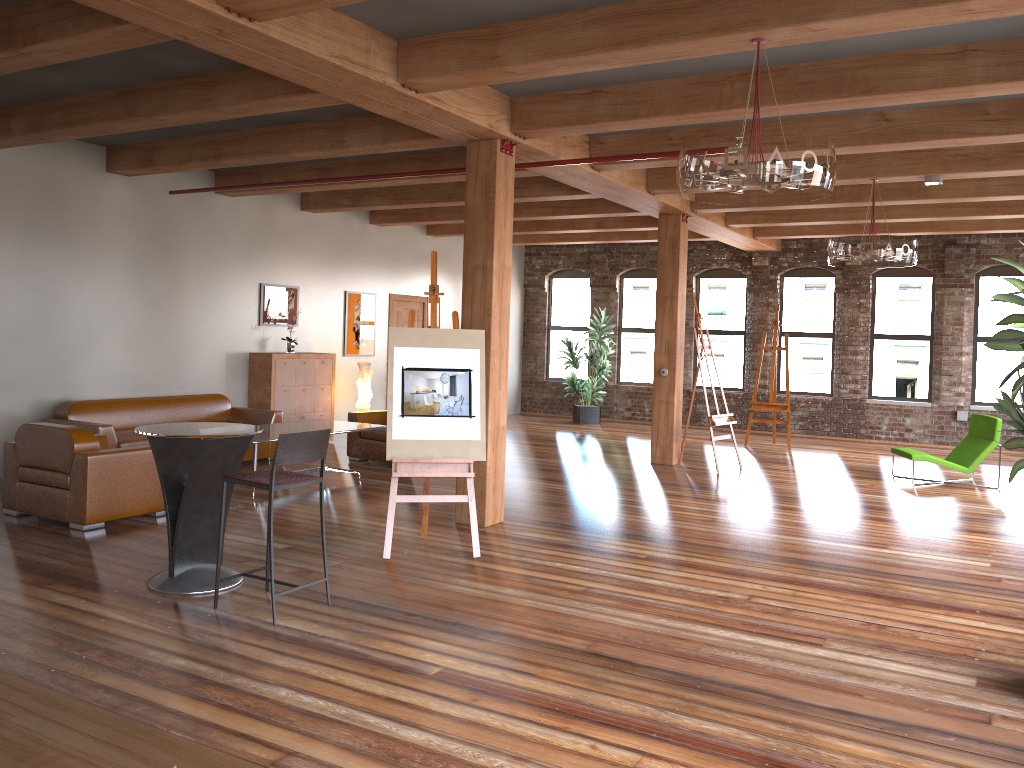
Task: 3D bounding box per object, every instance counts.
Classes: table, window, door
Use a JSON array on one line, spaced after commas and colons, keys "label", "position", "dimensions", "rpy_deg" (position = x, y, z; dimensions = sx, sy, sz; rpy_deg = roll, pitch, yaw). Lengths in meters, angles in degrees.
[{"label": "table", "position": [-1.205, 1.116, 1.827], "dimensions": [1.752, 0.549, 0.900], "rpy_deg": [3, 3, 30]}, {"label": "window", "position": [3.664, -0.935, 15.583], "dimensions": [0.969, 2.226, 0.221], "rpy_deg": [2, 1, 30]}, {"label": "table", "position": [-1.872, 0.726, 5.284], "dimensions": [0.721, 0.924, 0.722], "rpy_deg": [1, 2, -36]}, {"label": "window", "position": [4.937, -0.855, 14.858], "dimensions": [0.969, 2.226, 0.221], "rpy_deg": [2, 1, 30]}, {"label": "window", "position": [1.126, -1.128, 17.108], "dimensions": [0.969, 2.168, 0.086], "rpy_deg": [2, 1, 30]}, {"label": "door", "position": [-1.733, -0.360, 14.178], "dimensions": [0.226, 2.119, 1.030], "rpy_deg": [2, 1, 30]}, {"label": "window", "position": [6.216, -0.779, 14.130], "dimensions": [0.969, 2.217, 0.218], "rpy_deg": [2, 1, 30]}, {"label": "window", "position": [7.506, -0.698, 13.395], "dimensions": [0.969, 2.217, 0.218], "rpy_deg": [2, 1, 30]}, {"label": "window", "position": [2.422, -1.046, 16.369], "dimensions": [0.969, 2.168, 0.086], "rpy_deg": [2, 1, 30]}, {"label": "table", "position": [-2.147, 0.713, 8.559], "dimensions": [0.940, 0.560, 1.871], "rpy_deg": [3, 3, 30]}]

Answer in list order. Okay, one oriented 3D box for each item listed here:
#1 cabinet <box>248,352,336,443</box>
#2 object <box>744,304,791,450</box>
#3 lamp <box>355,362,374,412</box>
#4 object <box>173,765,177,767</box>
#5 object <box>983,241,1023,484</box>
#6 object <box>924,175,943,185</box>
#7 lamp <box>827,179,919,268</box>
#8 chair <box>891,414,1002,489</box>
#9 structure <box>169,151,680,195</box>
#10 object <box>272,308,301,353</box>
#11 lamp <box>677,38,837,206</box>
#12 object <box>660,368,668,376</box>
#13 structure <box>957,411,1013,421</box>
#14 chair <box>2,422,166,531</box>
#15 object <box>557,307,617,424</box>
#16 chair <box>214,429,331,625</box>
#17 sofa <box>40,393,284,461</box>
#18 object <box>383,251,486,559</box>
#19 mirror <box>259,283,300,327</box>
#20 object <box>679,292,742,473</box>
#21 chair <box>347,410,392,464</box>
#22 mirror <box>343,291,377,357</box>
[{"label": "cabinet", "position": [-2.873, 0.198, 11.634], "dimensions": [0.419, 1.208, 1.186], "rpy_deg": [2, 2, 30]}, {"label": "object", "position": [3.897, -0.138, 13.217], "dimensions": [0.662, 2.140, 0.685], "rpy_deg": [2, 1, 25]}, {"label": "lamp", "position": [-2.038, 0.241, 12.274], "dimensions": [0.270, 1.113, 0.261], "rpy_deg": [2, 1, -16]}, {"label": "object", "position": [-0.627, 0.760, 1.527], "dimensions": [0.076, 0.232, 0.095], "rpy_deg": [1, 1, -27]}, {"label": "object", "position": [2.647, 0.353, 3.882], "dimensions": [0.967, 2.102, 1.080], "rpy_deg": [3, 1, 43]}, {"label": "object", "position": [3.912, -1.894, 8.216], "dimensions": [0.145, 0.072, 0.147], "rpy_deg": [3, 3, 30]}, {"label": "lamp", "position": [3.439, -1.543, 8.439], "dimensions": [0.809, 0.814, 0.810], "rpy_deg": [1, 2, -24]}, {"label": "chair", "position": [4.951, 0.736, 10.148], "dimensions": [0.956, 0.796, 0.681], "rpy_deg": [2, 2, 5]}, {"label": "structure", "position": [-1.172, -2.044, 8.558], "dimensions": [6.814, 0.112, 0.051], "rpy_deg": [4, 2, 30]}, {"label": "object", "position": [-2.903, -0.698, 11.535], "dimensions": [0.371, 0.589, 0.298], "rpy_deg": [2, 1, 24]}, {"label": "lamp", "position": [1.287, -1.405, 4.661], "dimensions": [0.809, 0.814, 0.810], "rpy_deg": [1, 2, -18]}, {"label": "object", "position": [1.862, -0.144, 10.873], "dimensions": [0.096, 0.095, 0.061], "rpy_deg": [3, 2, 30]}, {"label": "structure", "position": [4.936, 0.869, 7.015], "dimensions": [1.634, 0.313, 13.714], "rpy_deg": [3, 3, 23]}, {"label": "chair", "position": [-3.357, 0.669, 7.073], "dimensions": [1.065, 0.735, 0.830], "rpy_deg": [3, 2, 30]}, {"label": "object", "position": [1.361, -0.353, 16.056], "dimensions": [1.080, 2.102, 0.967], "rpy_deg": [2, 1, 8]}, {"label": "chair", "position": [-1.302, 0.733, 4.857], "dimensions": [0.467, 0.981, 0.430], "rpy_deg": [2, 1, 30]}, {"label": "sofa", "position": [-3.650, 0.526, 9.534], "dimensions": [0.952, 0.734, 2.413], "rpy_deg": [3, 3, 30]}, {"label": "object", "position": [-0.549, 0.096, 6.344], "dimensions": [0.701, 2.140, 0.685], "rpy_deg": [2, 1, -10]}, {"label": "mirror", "position": [-3.053, -1.030, 11.646], "dimensions": [0.025, 0.548, 0.694], "rpy_deg": [2, 2, 30]}, {"label": "object", "position": [2.381, -0.054, 10.797], "dimensions": [0.685, 2.140, 0.661], "rpy_deg": [2, 1, 40]}, {"label": "chair", "position": [-1.281, 0.551, 10.445], "dimensions": [1.065, 0.735, 0.830], "rpy_deg": [4, 3, 40]}, {"label": "mirror", "position": [-2.239, -0.880, 13.088], "dimensions": [0.025, 0.952, 0.694], "rpy_deg": [2, 1, 30]}]
